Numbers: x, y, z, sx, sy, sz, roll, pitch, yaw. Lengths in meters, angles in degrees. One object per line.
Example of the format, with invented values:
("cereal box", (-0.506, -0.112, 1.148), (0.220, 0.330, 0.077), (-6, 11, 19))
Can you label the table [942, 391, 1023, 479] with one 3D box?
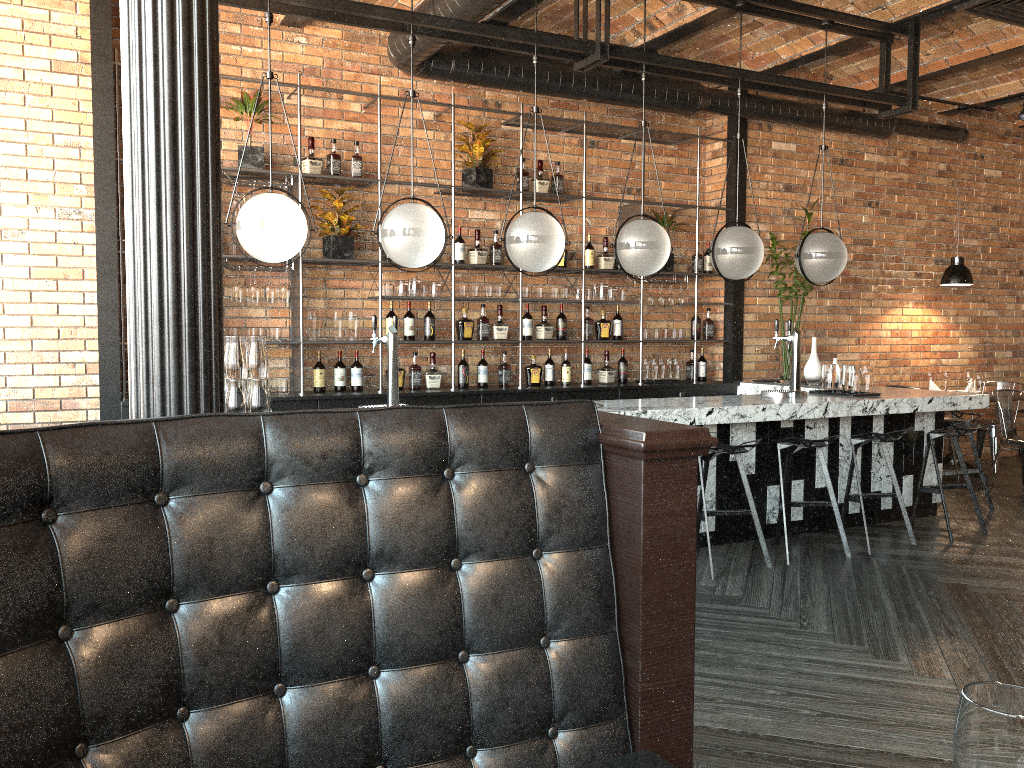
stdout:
("table", (4.185, 0.470, 8.401), (0.872, 0.758, 0.872), (-2, 4, -27))

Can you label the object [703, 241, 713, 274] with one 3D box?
("object", (1.735, -1.112, 7.850), (0.086, 0.298, 0.086), (2, 4, 27))

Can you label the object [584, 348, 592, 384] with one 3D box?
("object", (0.619, -0.147, 7.323), (0.086, 0.298, 0.086), (2, 4, 22))

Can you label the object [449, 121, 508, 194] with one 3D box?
("object", (-0.279, -1.740, 6.797), (0.425, 0.526, 0.430), (-1, 4, -25))

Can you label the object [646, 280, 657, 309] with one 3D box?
("object", (1.170, -0.752, 7.453), (0.092, 0.244, 0.092), (1, 4, 12))

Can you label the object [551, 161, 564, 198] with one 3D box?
("object", (0.364, -1.635, 7.089), (0.083, 0.282, 0.083), (-3, 5, -42))

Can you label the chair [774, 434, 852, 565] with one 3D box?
("chair", (1.738, 0.661, 5.366), (0.475, 0.737, 0.414), (-1, 4, -22))

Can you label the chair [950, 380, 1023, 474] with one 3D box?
("chair", (4.696, 0.401, 8.722), (0.558, 0.857, 0.504), (-2, 4, -32))

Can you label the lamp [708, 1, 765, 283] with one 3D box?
("lamp", (1.439, -1.521, 5.629), (0.340, 1.754, 0.340), (1, 4, 19))

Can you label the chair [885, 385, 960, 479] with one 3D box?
("chair", (3.746, 0.432, 8.179), (0.558, 0.857, 0.504), (-2, 4, -27))

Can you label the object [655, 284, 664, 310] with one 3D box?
("object", (1.282, -0.766, 7.695), (0.092, 0.244, 0.092), (1, 4, 12))

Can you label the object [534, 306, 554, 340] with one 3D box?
("object", (0.258, -0.487, 7.094), (0.123, 0.279, 0.123), (-3, 5, -38))

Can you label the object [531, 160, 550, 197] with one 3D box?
("object", (0.223, -1.629, 7.020), (0.123, 0.279, 0.123), (-1, 4, -23))

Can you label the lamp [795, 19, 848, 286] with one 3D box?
("lamp", (2.093, -1.540, 5.960), (0.340, 1.754, 0.340), (1, 4, 19))

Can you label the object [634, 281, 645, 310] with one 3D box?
("object", (1.096, -0.761, 7.600), (0.092, 0.244, 0.092), (1, 4, 12))

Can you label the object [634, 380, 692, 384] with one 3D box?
("object", (1.301, -0.021, 7.608), (0.437, 0.019, 0.273), (-2, 4, -27))

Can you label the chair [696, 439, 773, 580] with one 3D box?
("chair", (1.186, 0.677, 5.087), (0.475, 0.737, 0.414), (-2, 4, -32))

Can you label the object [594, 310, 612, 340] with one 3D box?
("object", (0.756, -0.486, 7.362), (0.151, 0.248, 0.094), (-1, 4, -18))

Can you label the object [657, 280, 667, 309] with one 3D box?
("object", (1.268, -0.754, 7.503), (0.092, 0.244, 0.092), (1, 4, 12))

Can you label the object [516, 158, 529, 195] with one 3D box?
("object", (0.085, -1.627, 6.948), (0.083, 0.282, 0.083), (-2, 4, -27))

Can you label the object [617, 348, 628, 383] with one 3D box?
("object", (0.934, -0.156, 7.478), (0.086, 0.299, 0.086), (2, 4, 22))

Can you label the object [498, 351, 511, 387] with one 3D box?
("object", (-0.059, -0.119, 6.972), (0.083, 0.282, 0.083), (-3, 5, -42))

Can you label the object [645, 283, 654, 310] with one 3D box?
("object", (1.194, -0.764, 7.650), (0.092, 0.244, 0.092), (1, 4, 12))

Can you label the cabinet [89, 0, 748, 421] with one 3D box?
("cabinet", (-1.133, -0.870, 6.334), (7.075, 3.779, 0.564), (-2, 4, -27))

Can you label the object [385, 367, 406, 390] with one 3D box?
("object", (-0.862, -0.078, 6.566), (0.151, 0.248, 0.094), (-3, 5, -38))

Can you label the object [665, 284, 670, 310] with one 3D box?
("object", (1.375, -0.769, 7.741), (0.092, 0.244, 0.092), (1, 4, 12))

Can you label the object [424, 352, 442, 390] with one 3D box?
("object", (-0.595, -0.100, 6.685), (0.123, 0.279, 0.123), (-1, 4, -13))

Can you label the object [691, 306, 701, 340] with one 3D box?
("object", (1.618, -0.538, 7.801), (0.086, 0.299, 0.086), (2, 4, 22))

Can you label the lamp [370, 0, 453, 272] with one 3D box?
("lamp", (-0.521, -1.466, 4.636), (0.340, 1.754, 0.340), (1, 4, 19))

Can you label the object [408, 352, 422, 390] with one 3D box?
("object", (-0.725, -0.100, 6.635), (0.083, 0.282, 0.083), (-2, 4, -27))

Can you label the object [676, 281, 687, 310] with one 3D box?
("object", (1.449, -0.760, 7.595), (0.092, 0.244, 0.092), (1, 4, 12))

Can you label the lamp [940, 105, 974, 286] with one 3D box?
("lamp", (4.179, -1.754, 8.278), (0.291, 1.653, 0.291), (3, 5, 38))

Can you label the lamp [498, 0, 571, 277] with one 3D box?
("lamp", (0.132, -1.484, 4.967), (0.340, 1.754, 0.340), (1, 4, 19))

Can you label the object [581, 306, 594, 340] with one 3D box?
("object", (0.619, -0.501, 7.292), (0.083, 0.282, 0.083), (-3, 5, -42))

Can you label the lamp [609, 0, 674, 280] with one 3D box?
("lamp", (0.786, -1.503, 5.298), (0.340, 1.754, 0.340), (1, 4, 19))

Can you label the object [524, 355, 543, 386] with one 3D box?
("object", (0.173, -0.107, 7.090), (0.151, 0.248, 0.094), (-1, 4, -18))

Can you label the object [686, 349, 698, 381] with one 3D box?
("object", (1.582, -0.165, 7.803), (0.083, 0.282, 0.083), (-3, 5, -42))

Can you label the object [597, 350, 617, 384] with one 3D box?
("object", (0.790, -0.139, 7.387), (0.123, 0.279, 0.123), (-3, 5, -38))

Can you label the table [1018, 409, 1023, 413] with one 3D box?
("table", (4.557, 0.572, 6.797), (0.872, 0.758, 0.872), (-2, 4, -27))

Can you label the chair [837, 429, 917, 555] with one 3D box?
("chair", (2.258, 0.646, 5.630), (0.475, 0.737, 0.414), (-2, 4, -32))

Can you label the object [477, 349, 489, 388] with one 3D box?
("object", (-0.226, -0.123, 6.895), (0.086, 0.298, 0.086), (2, 4, 22))

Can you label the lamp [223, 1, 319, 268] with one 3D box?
("lamp", (-1.175, -1.447, 4.305), (0.340, 1.754, 0.340), (1, 4, 19))

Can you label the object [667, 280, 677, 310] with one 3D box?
("object", (1.357, -0.757, 7.548), (0.092, 0.244, 0.092), (1, 4, 12))

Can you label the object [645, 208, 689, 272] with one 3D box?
("object", (1.303, -1.224, 7.554), (0.398, 0.560, 0.374), (3, 4, 35))

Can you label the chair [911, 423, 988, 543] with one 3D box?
("chair", (2.886, 0.629, 5.948), (0.475, 0.737, 0.414), (-2, 4, -37))

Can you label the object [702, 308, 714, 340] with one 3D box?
("object", (1.741, -0.532, 7.860), (0.083, 0.282, 0.083), (-1, 4, -17))

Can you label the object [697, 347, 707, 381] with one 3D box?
("object", (1.687, -0.176, 7.871), (0.086, 0.298, 0.086), (2, 4, 22))

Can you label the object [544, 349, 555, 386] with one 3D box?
("object", (0.304, -0.137, 7.171), (0.086, 0.298, 0.086), (2, 4, 22))

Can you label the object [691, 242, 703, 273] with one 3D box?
("object", (1.622, -1.099, 7.764), (0.083, 0.282, 0.083), (-1, 4, -12))

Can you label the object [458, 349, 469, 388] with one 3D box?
("object", (-0.373, -0.116, 6.785), (0.086, 0.297, 0.086), (1, 4, 7))

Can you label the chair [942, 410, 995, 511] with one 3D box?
("chair", (3.358, 0.578, 6.786), (0.414, 0.737, 0.475), (-1, 4, -22))

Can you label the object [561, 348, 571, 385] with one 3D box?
("object", (0.441, -0.139, 7.224), (0.080, 0.299, 0.080), (-1, 4, -24))
